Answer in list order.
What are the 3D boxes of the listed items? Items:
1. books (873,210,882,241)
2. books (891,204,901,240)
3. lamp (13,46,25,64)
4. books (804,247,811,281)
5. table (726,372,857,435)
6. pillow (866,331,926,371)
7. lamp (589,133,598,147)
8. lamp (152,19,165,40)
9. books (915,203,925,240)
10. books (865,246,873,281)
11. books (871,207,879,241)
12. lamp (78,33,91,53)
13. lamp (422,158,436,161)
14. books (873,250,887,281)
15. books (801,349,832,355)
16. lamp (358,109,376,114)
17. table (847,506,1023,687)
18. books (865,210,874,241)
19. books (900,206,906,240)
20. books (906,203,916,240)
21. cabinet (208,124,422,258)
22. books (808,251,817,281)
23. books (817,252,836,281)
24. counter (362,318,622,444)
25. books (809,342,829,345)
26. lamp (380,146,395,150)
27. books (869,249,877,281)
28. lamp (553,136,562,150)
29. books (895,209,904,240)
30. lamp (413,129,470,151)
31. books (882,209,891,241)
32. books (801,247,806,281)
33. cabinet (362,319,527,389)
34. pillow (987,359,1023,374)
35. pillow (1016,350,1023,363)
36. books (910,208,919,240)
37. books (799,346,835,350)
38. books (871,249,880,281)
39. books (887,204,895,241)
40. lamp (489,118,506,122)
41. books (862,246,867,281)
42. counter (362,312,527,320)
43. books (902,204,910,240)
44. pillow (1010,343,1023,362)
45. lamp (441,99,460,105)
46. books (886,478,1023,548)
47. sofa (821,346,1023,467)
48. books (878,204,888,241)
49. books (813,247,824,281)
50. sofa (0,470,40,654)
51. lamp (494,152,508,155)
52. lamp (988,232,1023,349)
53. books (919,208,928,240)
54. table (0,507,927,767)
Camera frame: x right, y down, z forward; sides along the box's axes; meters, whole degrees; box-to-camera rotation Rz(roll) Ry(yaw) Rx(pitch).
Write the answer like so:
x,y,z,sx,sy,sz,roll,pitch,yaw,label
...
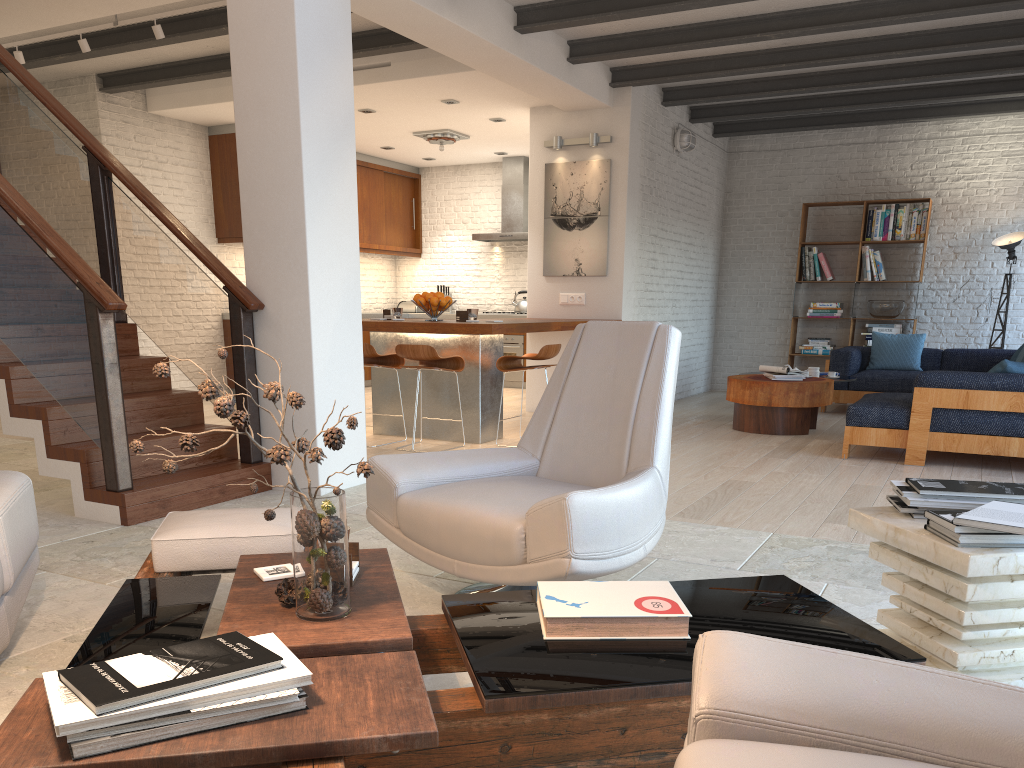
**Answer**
x,y,z,sx,sy,sz,roll,pitch,yaw,label
4.093,-1.762,9.742,0.055,0.342,0.247,8,14,28,books
4.255,-1.781,9.662,0.036,0.398,0.237,9,15,28,books
-3.666,-2.438,6.485,0.059,0.134,0.083,0,12,-2,lamp
3.466,-1.397,10.181,0.090,0.399,0.237,8,14,28,books
2.522,0.140,8.110,1.065,0.462,1.790,5,7,33,table
4.047,-0.340,9.178,0.551,0.424,0.217,5,13,26,pillow
0.734,-2.190,7.825,0.079,0.108,0.077,-7,14,-33,lamp
-2.367,-2.365,5.833,0.060,0.134,0.083,8,14,29,lamp
4.472,-1.769,9.553,0.036,0.398,0.237,9,15,28,books
4.043,-1.359,9.871,0.102,0.398,0.237,8,14,27,books
4.067,-1.779,9.770,0.020,0.372,0.264,9,14,28,books
-3.026,-2.402,6.165,0.060,0.134,0.083,8,14,29,lamp
-1.052,-2.867,11.038,0.123,0.057,0.120,4,8,27,lamp
4.154,-1.327,9.826,0.156,0.341,0.247,8,13,27,books
3.638,-0.382,10.337,0.322,0.057,0.250,5,7,37,books
-1.380,-2.616,8.293,0.123,0.057,0.120,4,8,27,lamp
1.261,0.629,2.394,0.494,0.523,0.477,-2,11,-12,table
4.033,-1.767,9.792,0.055,0.342,0.247,8,14,28,books
4.330,-1.763,9.627,0.020,0.372,0.264,9,14,28,books
4.388,-1.773,9.595,0.036,0.398,0.237,9,15,28,books
-2.214,-2.225,10.610,0.457,1.203,3.258,8,9,28,cabinet
3.520,-1.370,10.181,0.101,0.346,0.247,8,14,28,books
3.647,-1.355,10.110,0.193,0.330,0.247,7,13,27,books
-0.301,-0.086,7.598,1.672,0.953,2.434,5,8,28,counter
3.643,-0.485,10.332,0.204,0.035,0.129,3,7,27,books
-1.466,-2.801,10.278,0.123,0.057,0.120,4,8,27,lamp
4.094,-1.340,9.860,0.123,0.361,0.264,8,14,27,books
0.419,-2.208,7.984,0.079,0.108,0.077,-7,14,-33,lamp
4.289,-1.750,9.636,0.055,0.342,0.247,8,14,28,books
-0.763,-2.616,9.455,0.446,0.176,0.439,4,8,27,lamp
4.184,-1.758,9.716,0.055,0.342,0.247,8,14,28,books
3.429,-1.398,10.191,0.090,0.399,0.237,8,14,28,books
-0.939,-1.351,10.587,4.779,2.940,2.184,-1,11,-8,cabinet
3.479,-0.013,5.984,0.563,0.340,0.364,-1,10,-12,pillow
4.199,-0.159,7.071,0.252,0.431,1.181,7,9,27,pillow
4.426,-1.743,9.576,0.055,0.342,0.247,8,14,28,books
3.624,-0.430,10.341,0.377,0.038,0.238,3,6,27,books
4.118,-1.340,9.858,0.123,0.361,0.264,8,14,27,books
4.217,-1.782,9.670,0.036,0.398,0.237,9,15,28,books
-0.142,-2.636,8.640,0.123,0.057,0.120,4,8,27,lamp
4.020,-1.363,9.907,0.100,0.398,0.237,8,14,27,books
-0.871,-0.778,10.293,3.494,0.072,3.250,3,6,27,counter
4.362,-1.776,9.623,0.036,0.398,0.237,9,15,28,books
4.841,-0.235,8.224,0.241,0.412,1.078,7,9,27,pillow
-0.558,-2.569,7.878,0.123,0.057,0.120,4,8,27,lamp
1.237,0.340,2.267,0.388,0.082,0.551,2,6,12,books
3.668,0.082,7.639,2.063,0.684,3.852,4,7,28,sofa
4.136,-1.787,9.717,0.036,0.398,0.237,9,15,28,books
3.554,-1.388,10.123,0.120,0.395,0.237,8,14,27,books
-1.873,0.531,1.692,1.142,0.782,2.255,-1,7,-12,sofa
-0.135,-2.815,10.575,0.123,0.057,0.120,4,8,27,lamp
5.230,-0.636,9.045,0.506,1.913,0.833,1,13,0,lamp
4.522,-1.740,9.552,0.055,0.342,0.247,8,14,28,books
-0.149,0.691,1.973,1.968,0.445,2.135,-1,6,-11,table
